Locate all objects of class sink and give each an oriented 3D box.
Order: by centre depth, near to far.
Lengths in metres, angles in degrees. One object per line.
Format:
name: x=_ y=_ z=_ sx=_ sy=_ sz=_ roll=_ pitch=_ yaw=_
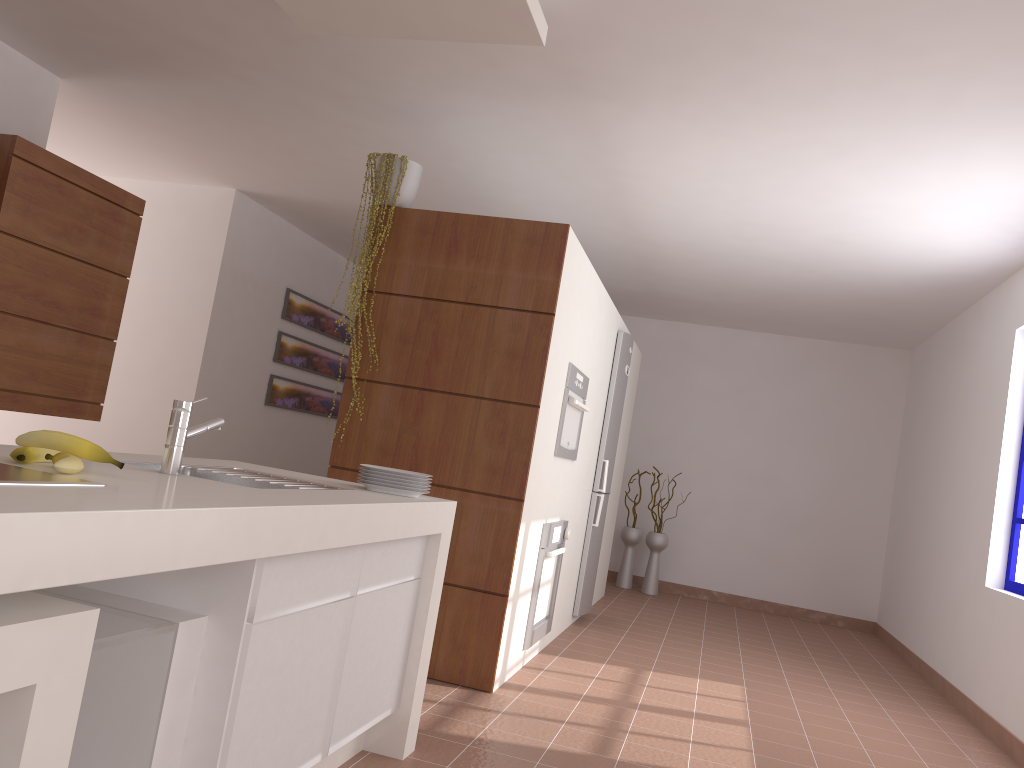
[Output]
sink: x=-0.722 y=0.240 z=2.356 sx=0.404 sy=0.368 sz=0.668 roll=8 pitch=-5 yaw=14

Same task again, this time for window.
window: x=2.609 y=0.313 z=4.042 sx=0.035 sy=1.430 sz=1.699 roll=8 pitch=-5 yaw=14

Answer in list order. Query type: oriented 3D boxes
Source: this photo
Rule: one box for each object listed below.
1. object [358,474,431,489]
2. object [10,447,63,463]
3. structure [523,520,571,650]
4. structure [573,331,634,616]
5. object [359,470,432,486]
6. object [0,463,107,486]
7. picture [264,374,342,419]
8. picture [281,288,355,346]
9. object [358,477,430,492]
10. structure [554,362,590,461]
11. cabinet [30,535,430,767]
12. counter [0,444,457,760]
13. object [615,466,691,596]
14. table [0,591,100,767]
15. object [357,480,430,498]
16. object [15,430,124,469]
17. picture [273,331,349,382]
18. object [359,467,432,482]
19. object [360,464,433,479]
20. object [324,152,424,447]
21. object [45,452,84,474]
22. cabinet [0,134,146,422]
object: x=-0.366 y=0.308 z=2.756 sx=0.228 sy=0.020 sz=0.228 roll=10 pitch=-5 yaw=-4
object: x=-0.945 y=0.139 z=1.743 sx=0.060 sy=0.033 sz=0.207 roll=10 pitch=-5 yaw=-6
structure: x=0.189 y=0.993 z=4.472 sx=0.058 sy=0.592 sz=0.596 roll=8 pitch=-5 yaw=14
structure: x=0.637 y=0.591 z=5.948 sx=0.089 sy=1.862 sz=0.604 roll=8 pitch=-5 yaw=14
object: x=-0.364 y=0.298 z=2.757 sx=0.228 sy=0.020 sz=0.228 roll=10 pitch=-5 yaw=-4
object: x=-1.008 y=0.109 z=1.349 sx=0.493 sy=0.006 sz=0.551 roll=8 pitch=-5 yaw=14
picture: x=-1.763 y=0.129 z=7.673 sx=0.015 sy=0.248 sz=1.408 roll=8 pitch=-5 yaw=14
picture: x=-1.647 y=-0.559 z=7.731 sx=0.015 sy=0.248 sz=1.408 roll=8 pitch=-5 yaw=14
object: x=-0.367 y=0.318 z=2.756 sx=0.228 sy=0.020 sz=0.228 roll=10 pitch=-5 yaw=-4
structure: x=0.334 y=0.159 z=4.539 sx=0.056 sy=0.454 sz=0.614 roll=8 pitch=-5 yaw=14
cabinet: x=-0.899 y=0.631 z=1.856 sx=0.737 sy=0.700 sz=2.048 roll=8 pitch=-5 yaw=14
counter: x=-0.882 y=0.588 z=1.915 sx=0.821 sy=0.800 sz=2.156 roll=8 pitch=-5 yaw=14
object: x=1.264 y=1.295 z=7.849 sx=0.655 sy=1.112 sz=0.284 roll=6 pitch=-6 yaw=33
table: x=-1.130 y=0.537 z=0.890 sx=0.737 sy=0.647 sz=1.003 roll=8 pitch=-5 yaw=14
object: x=-0.369 y=0.328 z=2.755 sx=0.228 sy=0.020 sz=0.228 roll=10 pitch=-5 yaw=-4
object: x=-0.860 y=0.123 z=1.722 sx=0.207 sy=0.055 sz=0.047 roll=10 pitch=-5 yaw=-9
picture: x=-1.705 y=-0.215 z=7.702 sx=0.015 sy=0.248 sz=1.408 roll=8 pitch=-5 yaw=14
object: x=-0.362 y=0.288 z=2.758 sx=0.228 sy=0.020 sz=0.228 roll=10 pitch=-5 yaw=-4
object: x=-0.360 y=0.278 z=2.759 sx=0.228 sy=0.020 sz=0.228 roll=10 pitch=-5 yaw=-4
object: x=-0.661 y=-0.379 z=4.027 sx=0.297 sy=1.344 sz=0.279 roll=12 pitch=-5 yaw=-26
object: x=-0.851 y=0.150 z=1.692 sx=0.060 sy=0.033 sz=0.207 roll=12 pitch=-6 yaw=-31
cabinet: x=-2.956 y=-0.729 z=2.514 sx=0.754 sy=1.200 sz=4.718 roll=8 pitch=-5 yaw=14
